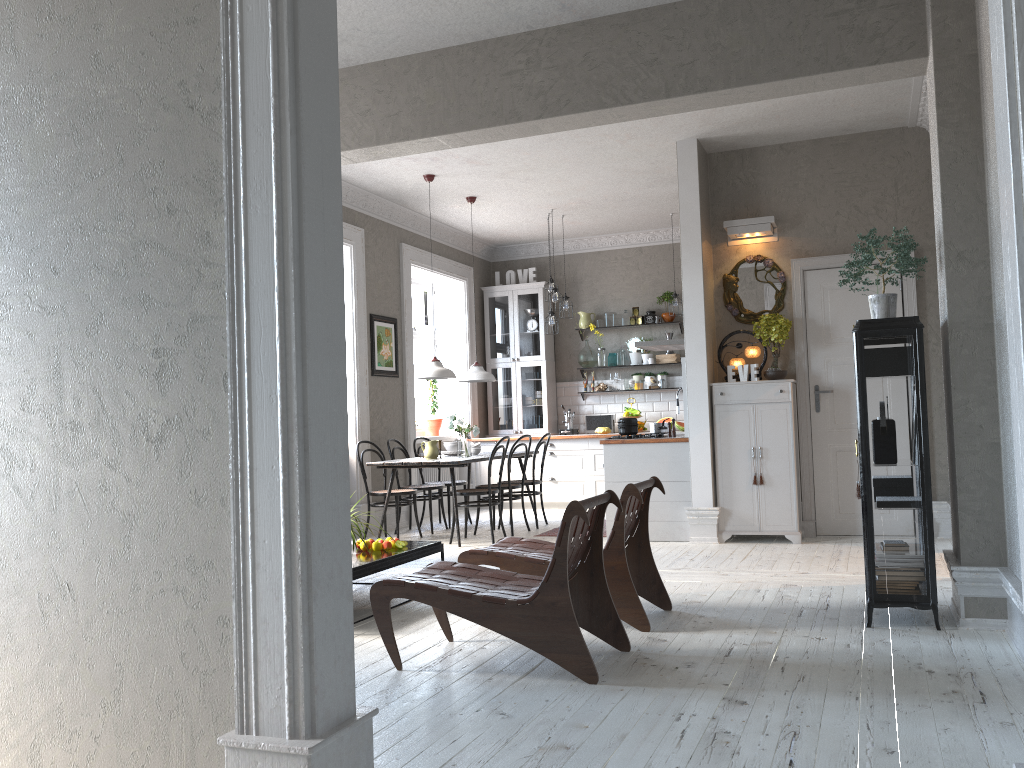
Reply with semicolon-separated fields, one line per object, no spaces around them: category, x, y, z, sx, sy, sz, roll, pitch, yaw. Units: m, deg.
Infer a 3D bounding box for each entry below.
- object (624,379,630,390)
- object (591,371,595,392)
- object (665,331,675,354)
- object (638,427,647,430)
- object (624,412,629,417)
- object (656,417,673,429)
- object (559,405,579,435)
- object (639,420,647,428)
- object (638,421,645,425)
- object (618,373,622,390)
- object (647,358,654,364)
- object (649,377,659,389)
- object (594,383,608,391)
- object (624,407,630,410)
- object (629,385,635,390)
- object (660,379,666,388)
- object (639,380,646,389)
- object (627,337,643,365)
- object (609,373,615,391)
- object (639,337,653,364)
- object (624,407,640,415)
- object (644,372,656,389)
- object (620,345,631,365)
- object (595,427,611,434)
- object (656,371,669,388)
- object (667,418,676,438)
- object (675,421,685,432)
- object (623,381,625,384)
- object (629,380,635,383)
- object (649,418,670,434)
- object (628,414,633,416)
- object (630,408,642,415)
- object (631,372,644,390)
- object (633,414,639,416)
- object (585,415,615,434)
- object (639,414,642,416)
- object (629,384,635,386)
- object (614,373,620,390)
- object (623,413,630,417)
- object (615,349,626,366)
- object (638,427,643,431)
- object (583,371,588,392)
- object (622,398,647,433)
object;1.408;0.005;10.800;0.079;0.139;0.078;-2;-2;-6
object;1.009;-0.031;10.998;0.063;0.264;0.052;0;-3;-33
object;1.901;-0.498;10.686;0.130;0.287;0.131;-2;-2;6
object;1.547;0.536;10.645;0.055;0.044;0.213;-1;-3;-30
object;1.366;0.363;10.571;0.058;0.069;0.080;-4;-3;41
object;1.769;0.475;10.309;0.231;0.174;0.222;-4;-3;43
object;0.677;0.439;10.846;0.203;0.370;0.358;-3;-3;22
object;1.563;0.475;10.587;0.060;0.120;0.128;-4;-3;45
object;1.541;0.470;10.604;0.125;0.056;0.060;-3;-3;13
object;1.316;-0.026;10.896;0.081;0.217;0.082;-2;-2;7
object;1.676;-0.274;10.668;0.064;0.071;0.104;0;-3;-39
object;1.718;-0.013;10.689;0.119;0.147;0.100;-2;-2;-11
object;1.098;0.038;10.937;0.177;0.111;0.096;-2;-2;-2
object;1.379;0.300;10.620;0.073;0.058;0.051;-2;-2;-2
object;1.456;0.044;10.734;0.076;0.051;0.078;-3;-3;14
object;1.812;-0.002;10.634;0.077;0.108;0.078;-3;-2;15
object;1.582;0.011;10.747;0.077;0.108;0.078;-3;-2;15
object;1.532;-0.403;10.851;0.240;0.354;0.239;-4;-3;39
object;1.237;-0.022;10.930;0.081;0.217;0.082;-2;-2;7
object;1.634;-0.422;10.757;0.186;0.380;0.167;-1;-3;-18
object;1.440;0.318;10.593;0.207;0.101;0.068;-3;-3;27
object;1.682;-0.041;10.798;0.150;0.214;0.170;0;-3;-39
object;1.405;-0.346;10.962;0.129;0.264;0.134;-3;-3;27
object;1.086;0.554;10.565;0.194;0.083;0.192;-3;-3;22
object;1.838;-0.048;10.749;0.156;0.213;0.155;-3;-3;19
object;1.349;0.369;7.489;0.072;0.167;0.036;-3;-3;21
object;1.989;0.485;10.173;0.224;0.127;0.149;-2;-2;4
object;1.408;0.003;10.881;0.076;0.083;0.079;-4;-3;39
object;1.454;-0.016;10.736;0.077;0.051;0.077;-2;-2;7
object;1.346;0.370;7.827;0.178;0.134;0.297;0;-3;-34
object;1.411;0.383;10.570;0.062;0.061;0.067;-3;-3;21
object;1.492;0.328;10.646;0.177;0.096;0.090;-4;-3;41
object;1.534;-0.038;10.843;0.156;0.217;0.156;-2;-2;1
object;1.476;0.383;10.583;0.076;0.062;0.100;-2;-2;-5
object;1.072;0.494;10.792;0.346;0.226;0.089;-3;-3;20
object;1.525;0.379;10.598;0.051;0.050;0.050;-3;-3;31
object;1.455;0.027;10.735;0.076;0.051;0.078;-3;-3;14
object;1.284;-0.029;10.811;0.081;0.217;0.082;-2;-2;7
object;1.382;0.381;10.646;0.095;0.078;0.101;-2;-2;8
object;1.327;-0.321;10.827;0.122;0.206;0.127;-4;-3;44
object;1.516;0.542;10.524;0.069;0.051;0.088;-1;-3;-21
object;0.918;-0.026;11.049;0.053;0.264;0.061;-2;-2;-7
object;1.438;0.375;10.620;0.350;0.425;0.353;-2;-2;6
